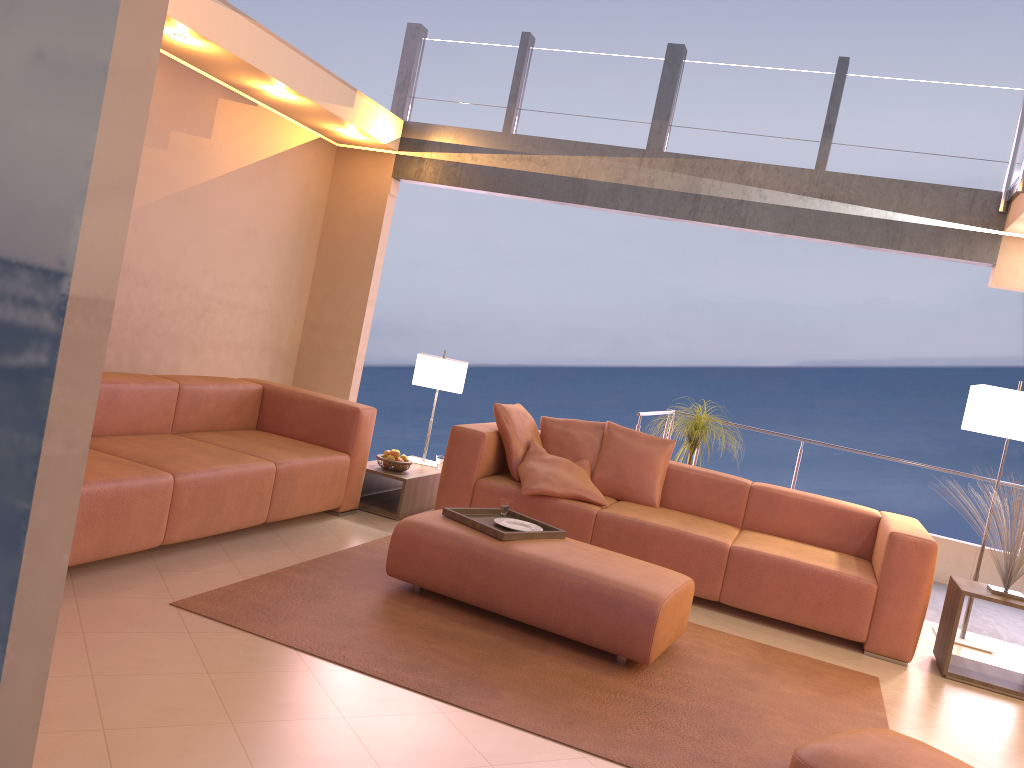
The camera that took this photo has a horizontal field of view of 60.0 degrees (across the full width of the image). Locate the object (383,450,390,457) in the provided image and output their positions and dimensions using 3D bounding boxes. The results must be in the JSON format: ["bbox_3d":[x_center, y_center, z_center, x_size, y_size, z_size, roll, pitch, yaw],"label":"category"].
[{"bbox_3d":[-0.798,0.447,5.678,0.047,0.046,0.054,12,3,5],"label":"object"}]

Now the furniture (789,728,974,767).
[{"bbox_3d":[1.281,1.292,2.760,0.659,0.226,0.699,9,4,-41],"label":"furniture"}]

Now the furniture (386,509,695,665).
[{"bbox_3d":[0.138,0.875,4.094,1.291,0.301,0.685,13,3,24],"label":"furniture"}]

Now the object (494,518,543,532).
[{"bbox_3d":[0.029,0.681,4.236,0.240,0.018,0.240,11,3,-17],"label":"object"}]

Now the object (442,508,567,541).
[{"bbox_3d":[-0.036,0.664,4.234,0.421,0.034,0.436,14,4,44],"label":"object"}]

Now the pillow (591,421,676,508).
[{"bbox_3d":[0.754,0.508,5.592,0.470,0.468,0.211,12,3,14],"label":"pillow"}]

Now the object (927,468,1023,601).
[{"bbox_3d":[2.615,0.769,4.597,0.700,0.634,0.703,10,3,-25],"label":"object"}]

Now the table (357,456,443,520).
[{"bbox_3d":[-0.710,0.682,5.934,0.412,0.268,0.918,12,3,19],"label":"table"}]

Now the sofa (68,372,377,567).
[{"bbox_3d":[-1.750,0.345,4.325,0.943,0.672,2.781,12,3,19],"label":"sofa"}]

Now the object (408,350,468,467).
[{"bbox_3d":[-0.543,0.157,6.197,0.344,0.799,0.344,11,3,-2],"label":"object"}]

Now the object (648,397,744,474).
[{"bbox_3d":[1.252,0.638,6.361,0.703,1.088,0.729,11,3,-12],"label":"object"}]

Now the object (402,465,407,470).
[{"bbox_3d":[-0.696,0.526,5.691,0.046,0.046,0.055,11,3,-3],"label":"object"}]

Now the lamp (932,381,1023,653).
[{"bbox_3d":[2.851,0.756,5.275,0.454,1.578,0.454,12,3,19],"label":"lamp"}]

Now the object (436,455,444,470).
[{"bbox_3d":[-0.494,0.537,6.039,0.061,0.091,0.061,10,3,-30],"label":"object"}]

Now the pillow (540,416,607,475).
[{"bbox_3d":[0.393,0.427,5.724,0.492,0.446,0.255,12,3,3],"label":"pillow"}]

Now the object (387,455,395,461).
[{"bbox_3d":[-0.767,0.476,5.613,0.055,0.047,0.045,11,3,-4],"label":"object"}]

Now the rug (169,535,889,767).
[{"bbox_3d":[0.225,1.111,3.773,2.626,0.005,1.833,12,3,19],"label":"rug"}]

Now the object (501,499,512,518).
[{"bbox_3d":[-0.036,0.622,4.413,0.061,0.091,0.061,12,3,4],"label":"object"}]

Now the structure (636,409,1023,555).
[{"bbox_3d":[2.997,0.894,6.485,4.176,0.541,1.663,12,3,19],"label":"structure"}]

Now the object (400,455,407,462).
[{"bbox_3d":[-0.695,0.478,5.680,0.045,0.053,0.051,14,4,42],"label":"object"}]

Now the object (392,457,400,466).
[{"bbox_3d":[-0.749,0.499,5.706,0.077,0.065,0.076,13,3,30],"label":"object"}]

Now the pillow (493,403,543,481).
[{"bbox_3d":[0.055,0.369,5.644,0.314,0.455,0.519,12,3,15],"label":"pillow"}]

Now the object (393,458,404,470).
[{"bbox_3d":[-0.721,0.508,5.638,0.074,0.076,0.072,13,3,29],"label":"object"}]

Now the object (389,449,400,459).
[{"bbox_3d":[-0.749,0.450,5.657,0.069,0.061,0.068,10,3,-20],"label":"object"}]

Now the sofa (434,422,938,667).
[{"bbox_3d":[0.975,0.844,5.347,2.781,0.672,0.943,12,3,19],"label":"sofa"}]

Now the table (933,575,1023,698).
[{"bbox_3d":[2.480,1.290,4.543,0.469,0.436,0.415,12,3,19],"label":"table"}]

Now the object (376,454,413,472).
[{"bbox_3d":[-0.758,0.512,5.680,0.235,0.071,0.235,12,3,11],"label":"object"}]

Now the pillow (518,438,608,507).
[{"bbox_3d":[0.287,0.525,5.347,0.517,0.292,0.514,11,3,-12],"label":"pillow"}]
